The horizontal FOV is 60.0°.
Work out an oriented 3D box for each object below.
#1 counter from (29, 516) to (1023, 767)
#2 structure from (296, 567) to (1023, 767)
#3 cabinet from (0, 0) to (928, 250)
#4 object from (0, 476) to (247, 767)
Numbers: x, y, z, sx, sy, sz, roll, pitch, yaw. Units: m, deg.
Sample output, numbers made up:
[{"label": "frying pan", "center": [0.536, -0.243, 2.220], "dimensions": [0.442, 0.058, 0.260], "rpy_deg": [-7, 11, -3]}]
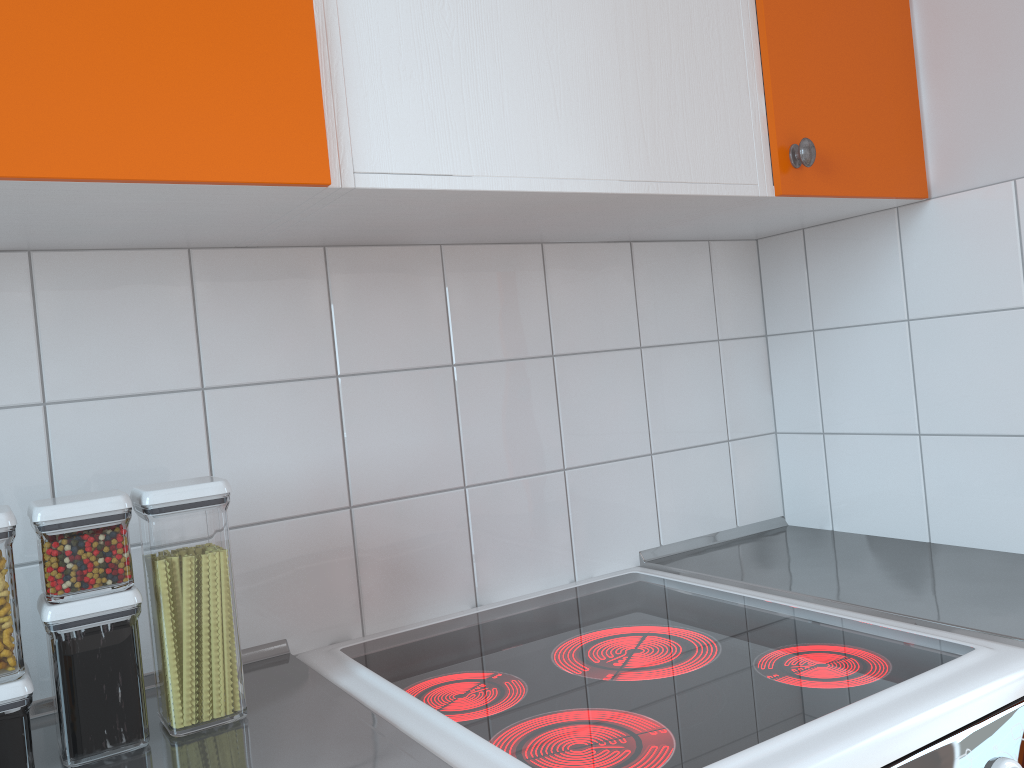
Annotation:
[{"label": "counter", "center": [-0.604, 0.447, 0.620], "dimensions": [3.078, 0.132, 0.687], "rpy_deg": [-6, 1, -31]}, {"label": "structure", "center": [0.192, 0.748, 1.049], "dimensions": [0.613, 0.864, 0.739], "rpy_deg": [-6, 1, -32]}, {"label": "cabinet", "center": [-0.629, 0.092, 0.604], "dimensions": [3.079, 2.348, 0.710], "rpy_deg": [-6, 0, -31]}, {"label": "object", "center": [-0.441, 0.248, 0.923], "dimensions": [0.298, 0.261, 0.095], "rpy_deg": [-6, 0, -31]}]
